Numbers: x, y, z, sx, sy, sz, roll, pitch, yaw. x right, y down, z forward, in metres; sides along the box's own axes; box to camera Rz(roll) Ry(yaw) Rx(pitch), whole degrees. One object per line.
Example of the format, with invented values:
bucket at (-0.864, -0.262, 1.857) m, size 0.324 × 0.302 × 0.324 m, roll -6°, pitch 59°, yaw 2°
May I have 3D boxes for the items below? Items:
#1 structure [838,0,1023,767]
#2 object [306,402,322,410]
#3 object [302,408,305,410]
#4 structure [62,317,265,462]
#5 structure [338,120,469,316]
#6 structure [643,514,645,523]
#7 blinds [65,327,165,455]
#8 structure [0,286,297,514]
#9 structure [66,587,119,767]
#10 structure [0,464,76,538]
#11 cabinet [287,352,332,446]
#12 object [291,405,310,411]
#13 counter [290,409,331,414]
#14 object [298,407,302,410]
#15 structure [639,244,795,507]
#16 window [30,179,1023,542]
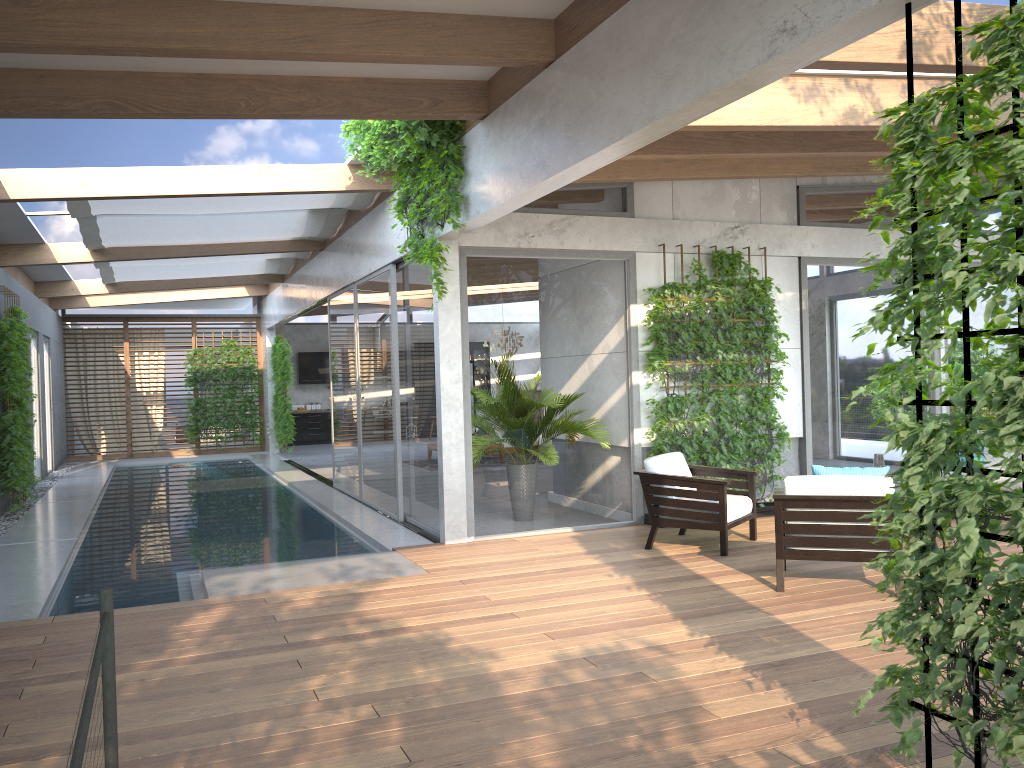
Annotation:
structure at (1.642, 0.008, 2.505) m, size 0.500 × 2.687 × 1.807 m, roll -2°, pitch 0°, yaw -22°
object at (-5.008, 0.553, 22.365) m, size 0.405 × 0.200 × 0.147 m, roll -2°, pitch 0°, yaw -21°
object at (-5.168, 0.615, 21.927) m, size 0.083 × 0.057 × 0.072 m, roll -1°, pitch 0°, yaw 44°
structure at (-7.740, 0.061, 19.627) m, size 4.313 × 3.079 × 0.085 m, roll -2°, pitch 0°, yaw -22°
structure at (-0.919, -1.582, 7.640) m, size 0.918 × 2.054 × 1.822 m, roll -2°, pitch 0°, yaw -25°
structure at (1.760, 1.081, 10.038) m, size 2.012 × 0.595 × 2.203 m, roll -2°, pitch 0°, yaw -22°
blinds at (-8.702, 0.177, 19.616) m, size 2.087 × 2.898 × 0.692 m, roll -2°, pitch 0°, yaw -18°
structure at (-5.576, 0.152, 15.294) m, size 2.739 × 2.687 × 10.282 m, roll -2°, pitch 0°, yaw -5°
structure at (5.955, 0.928, 9.704) m, size 15.587 × 3.022 × 31.708 m, roll -2°, pitch 0°, yaw 19°
structure at (-6.500, 1.605, 11.654) m, size 0.477 × 0.068 × 13.673 m, roll -2°, pitch 0°, yaw -22°
cabinet at (-3.307, 0.199, 22.857) m, size 5.901 × 2.502 × 0.709 m, roll -2°, pitch 0°, yaw -24°
object at (-5.274, 0.596, 22.050) m, size 0.381 × 0.134 × 0.590 m, roll -2°, pitch 0°, yaw -34°
counter at (-4.253, 0.661, 22.445) m, size 3.805 × 0.061 × 0.607 m, roll -2°, pitch 0°, yaw -22°
object at (-5.235, 0.604, 21.877) m, size 0.090 × 0.087 × 0.086 m, roll -2°, pitch 0°, yaw -45°
structure at (2.074, -0.048, 8.850) m, size 1.851 × 2.669 × 0.500 m, roll -2°, pitch 0°, yaw -22°
window at (-0.897, -0.455, 16.207) m, size 14.294 × 3.764 × 23.280 m, roll -2°, pitch 0°, yaw -22°
